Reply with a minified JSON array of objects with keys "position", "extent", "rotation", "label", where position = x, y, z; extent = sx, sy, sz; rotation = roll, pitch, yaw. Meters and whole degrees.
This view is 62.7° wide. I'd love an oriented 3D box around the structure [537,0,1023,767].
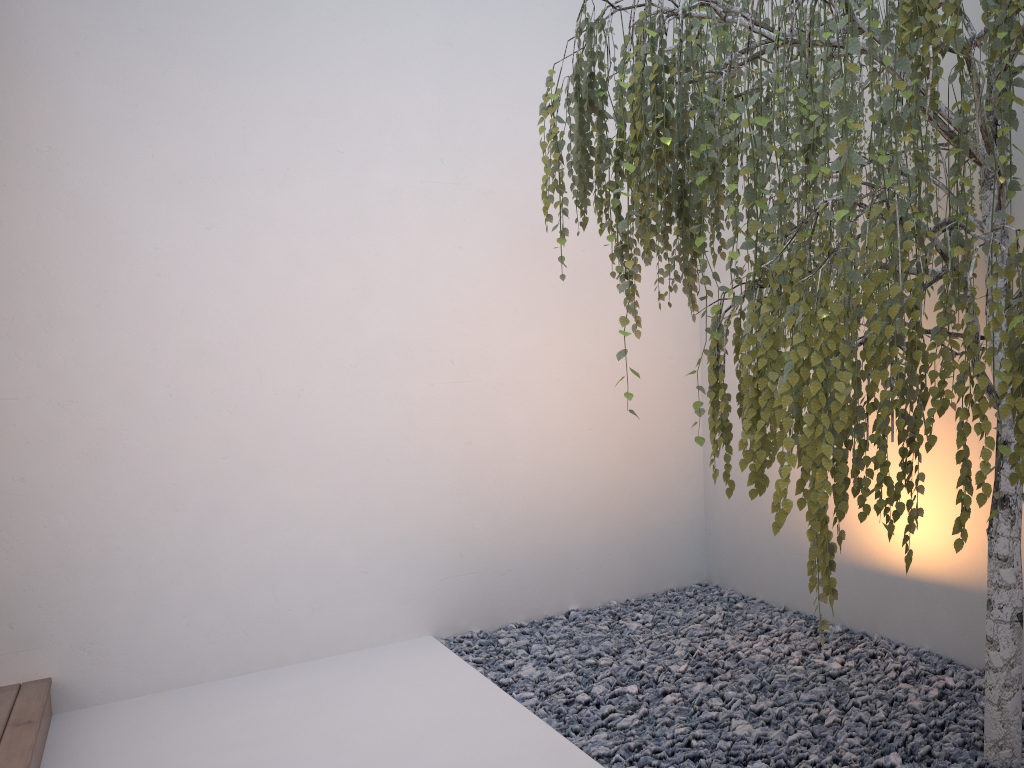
[{"position":[1.057,-0.883,2.082],"extent":[2.014,4.015,2.092],"rotation":[-6,4,-32],"label":"structure"}]
